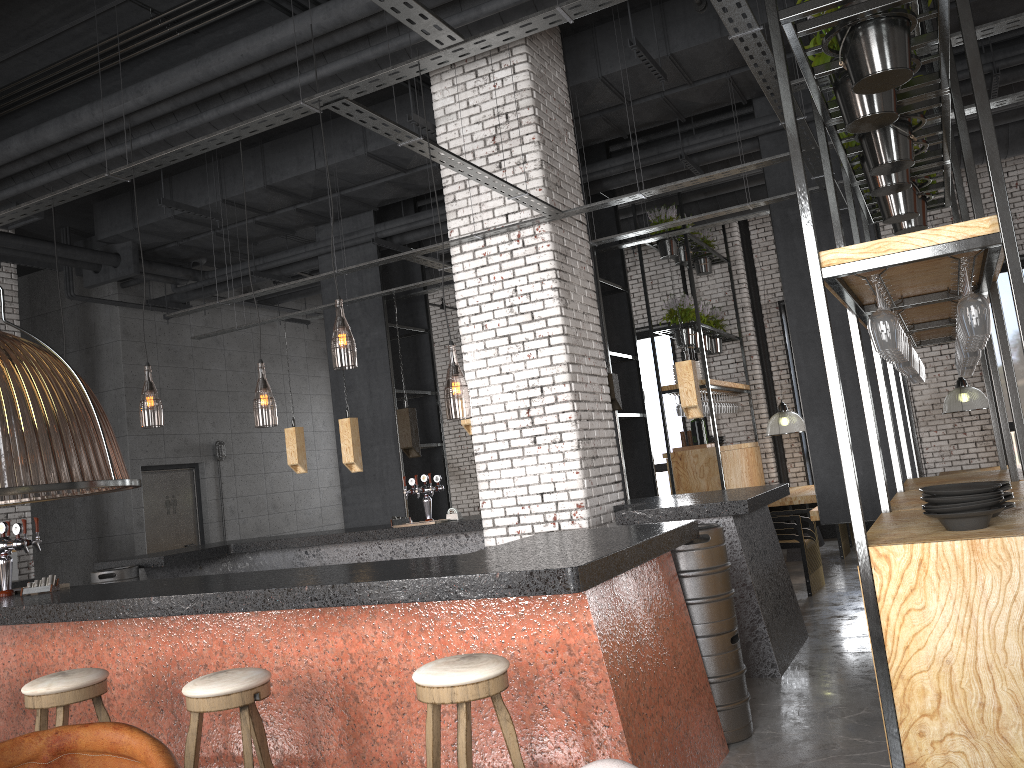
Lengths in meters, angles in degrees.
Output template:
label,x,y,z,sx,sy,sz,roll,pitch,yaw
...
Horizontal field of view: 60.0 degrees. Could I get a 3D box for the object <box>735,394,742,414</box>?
label,x,y,z,sx,sy,sz,roll,pitch,yaw
object,3.091,0.273,12.158,0.101,0.268,0.100,-3,-8,-33

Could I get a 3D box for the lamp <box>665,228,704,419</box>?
label,x,y,z,sx,sy,sz,roll,pitch,yaw
lamp,1.310,-0.497,6.947,0.127,1.550,0.127,-10,-8,26

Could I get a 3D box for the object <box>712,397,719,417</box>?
label,x,y,z,sx,sy,sz,roll,pitch,yaw
object,2.771,0.312,12.150,0.101,0.268,0.100,-3,-8,-33

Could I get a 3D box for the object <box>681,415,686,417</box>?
label,x,y,z,sx,sy,sz,roll,pitch,yaw
object,2.074,0.259,10.747,0.101,0.268,0.100,-4,-8,-27

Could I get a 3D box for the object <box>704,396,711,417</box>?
label,x,y,z,sx,sy,sz,roll,pitch,yaw
object,2.575,0.297,11.754,0.101,0.268,0.100,-4,-8,-27

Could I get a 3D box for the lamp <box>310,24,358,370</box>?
label,x,y,z,sx,sy,sz,roll,pitch,yaw
lamp,-0.824,-0.858,3.968,0.108,1.603,0.108,-3,-8,-32

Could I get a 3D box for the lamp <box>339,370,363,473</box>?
label,x,y,z,sx,sy,sz,roll,pitch,yaw
lamp,-1.573,0.031,8.348,0.127,1.610,0.127,-10,-8,26

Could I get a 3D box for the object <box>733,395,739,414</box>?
label,x,y,z,sx,sy,sz,roll,pitch,yaw
object,3.025,0.268,12.026,0.101,0.268,0.100,-3,-8,-33

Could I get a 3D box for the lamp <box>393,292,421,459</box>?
label,x,y,z,sx,sy,sz,roll,pitch,yaw
lamp,-0.999,-0.098,8.071,0.127,1.550,0.127,-10,-8,26

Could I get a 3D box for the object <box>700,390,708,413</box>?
label,x,y,z,sx,sy,sz,roll,pitch,yaw
object,2.262,0.210,10.491,0.101,0.268,0.100,-4,-8,-27

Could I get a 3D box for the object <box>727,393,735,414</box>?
label,x,y,z,sx,sy,sz,roll,pitch,yaw
object,2.894,0.258,11.763,0.101,0.268,0.100,-3,-8,-33

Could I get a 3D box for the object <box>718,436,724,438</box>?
label,x,y,z,sx,sy,sz,roll,pitch,yaw
object,2.533,0.688,11.178,0.305,0.039,0.305,-8,-6,9

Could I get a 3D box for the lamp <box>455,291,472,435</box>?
label,x,y,z,sx,sy,sz,roll,pitch,yaw
lamp,-0.430,-0.261,7.797,0.127,1.423,0.127,-10,-8,26

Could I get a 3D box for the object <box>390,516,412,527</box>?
label,x,y,z,sx,sy,sz,roll,pitch,yaw
object,-0.967,1.192,7.752,0.177,0.091,0.091,-7,-6,1

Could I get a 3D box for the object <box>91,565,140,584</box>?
label,x,y,z,sx,sy,sz,roll,pitch,yaw
object,-3.314,2.078,7.476,0.399,1.037,0.396,-3,-8,-29

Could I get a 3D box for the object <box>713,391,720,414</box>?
label,x,y,z,sx,sy,sz,roll,pitch,yaw
object,2.524,0.230,11.019,0.101,0.268,0.100,-4,-8,-27

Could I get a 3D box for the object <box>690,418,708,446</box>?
label,x,y,z,sx,sy,sz,roll,pitch,yaw
object,2.184,0.472,10.438,0.156,0.555,0.106,-10,-7,25

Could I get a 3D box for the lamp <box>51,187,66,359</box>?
label,x,y,z,sx,sy,sz,roll,pitch,yaw
lamp,-2.447,-0.299,4.807,0.108,1.603,0.108,-8,-7,8

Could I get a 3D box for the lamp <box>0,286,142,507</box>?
label,x,y,z,sx,sy,sz,roll,pitch,yaw
lamp,-1.027,-0.993,1.554,0.537,2.411,0.535,-4,-7,-22

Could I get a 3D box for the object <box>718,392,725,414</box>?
label,x,y,z,sx,sy,sz,roll,pitch,yaw
object,2.652,0.240,11.275,0.101,0.268,0.100,-4,-8,-27

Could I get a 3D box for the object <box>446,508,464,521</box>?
label,x,y,z,sx,sy,sz,roll,pitch,yaw
object,-0.196,1.061,7.473,0.765,0.106,0.200,-10,-7,26

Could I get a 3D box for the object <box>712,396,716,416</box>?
label,x,y,z,sx,sy,sz,roll,pitch,yaw
object,2.706,0.307,12.018,0.101,0.268,0.100,-3,-8,-33

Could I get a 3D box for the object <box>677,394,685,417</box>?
label,x,y,z,sx,sy,sz,roll,pitch,yaw
object,2.008,0.254,10.615,0.101,0.268,0.100,-4,-8,-27

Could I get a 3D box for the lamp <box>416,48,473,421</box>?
label,x,y,z,sx,sy,sz,roll,pitch,yaw
lamp,-0.309,-0.646,3.699,0.108,1.603,0.108,-3,-8,-32

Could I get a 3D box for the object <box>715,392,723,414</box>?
label,x,y,z,sx,sy,sz,roll,pitch,yaw
object,2.590,0.235,11.150,0.101,0.268,0.100,-4,-8,-27

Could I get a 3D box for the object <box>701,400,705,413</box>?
label,x,y,z,sx,sy,sz,roll,pitch,yaw
object,2.200,0.205,10.368,0.101,0.268,0.100,-4,-8,-27

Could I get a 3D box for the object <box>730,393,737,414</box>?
label,x,y,z,sx,sy,sz,roll,pitch,yaw
object,2.960,0.263,11.894,0.101,0.268,0.100,-3,-8,-33

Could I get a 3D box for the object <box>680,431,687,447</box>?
label,x,y,z,sx,sy,sz,roll,pitch,yaw
object,2.081,0.687,10.757,0.056,0.249,0.056,-9,-7,18

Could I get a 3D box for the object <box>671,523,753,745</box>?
label,x,y,z,sx,sy,sz,roll,pitch,yaw
object,0.954,1.250,4.490,0.399,1.037,0.396,-3,-8,-29

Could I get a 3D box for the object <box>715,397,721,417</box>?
label,x,y,z,sx,sy,sz,roll,pitch,yaw
object,2.837,0.317,12.282,0.101,0.268,0.100,-3,-8,-33

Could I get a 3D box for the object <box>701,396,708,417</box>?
label,x,y,z,sx,sy,sz,roll,pitch,yaw
object,2.513,0.292,11.631,0.101,0.268,0.100,-4,-8,-27

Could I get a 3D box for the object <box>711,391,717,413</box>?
label,x,y,z,sx,sy,sz,roll,pitch,yaw
object,2.459,0.225,10.887,0.101,0.268,0.100,-4,-8,-27

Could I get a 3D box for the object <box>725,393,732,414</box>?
label,x,y,z,sx,sy,sz,roll,pitch,yaw
object,2.829,0.253,11.631,0.101,0.268,0.100,-4,-8,-27

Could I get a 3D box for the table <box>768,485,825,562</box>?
label,x,y,z,sx,sy,sz,roll,pitch,yaw
table,3.602,1.713,11.016,0.999,0.765,2.114,-10,-6,26

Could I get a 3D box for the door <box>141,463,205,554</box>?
label,x,y,z,sx,sy,sz,roll,pitch,yaw
door,-4.591,2.142,11.931,0.158,2.108,1.119,-10,-7,26

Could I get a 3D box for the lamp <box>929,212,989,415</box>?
label,x,y,z,sx,sy,sz,roll,pitch,yaw
lamp,5.080,-0.874,10.330,0.537,2.411,0.535,-3,-8,-28

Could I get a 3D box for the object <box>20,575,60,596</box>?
label,x,y,z,sx,sy,sz,roll,pitch,yaw
object,-2.627,1.116,4.933,0.177,0.091,0.091,-7,-6,1

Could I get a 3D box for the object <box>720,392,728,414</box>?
label,x,y,z,sx,sy,sz,roll,pitch,yaw
object,2.710,0.244,11.393,0.101,0.268,0.100,-4,-8,-27

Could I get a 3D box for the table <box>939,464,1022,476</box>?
label,x,y,z,sx,sy,sz,roll,pitch,yaw
table,5.476,1.389,10.104,0.999,0.765,2.114,-10,-6,26

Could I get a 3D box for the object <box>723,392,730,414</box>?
label,x,y,z,sx,sy,sz,roll,pitch,yaw
object,2.767,0.248,11.507,0.101,0.268,0.100,-4,-8,-27

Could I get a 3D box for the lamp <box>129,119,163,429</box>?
label,x,y,z,sx,sy,sz,roll,pitch,yaw
lamp,-1.874,-0.576,4.473,0.108,1.603,0.108,-3,-8,-32

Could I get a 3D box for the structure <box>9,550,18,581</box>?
label,x,y,z,sx,sy,sz,roll,pitch,yaw
structure,-6.793,2.286,6.458,1.509,1.349,5.795,-10,-6,26

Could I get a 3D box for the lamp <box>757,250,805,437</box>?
label,x,y,z,sx,sy,sz,roll,pitch,yaw
lamp,3.283,-0.563,11.205,0.537,2.411,0.535,-3,-8,-28

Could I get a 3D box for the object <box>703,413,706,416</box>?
label,x,y,z,sx,sy,sz,roll,pitch,yaw
object,2.456,0.288,11.516,0.101,0.268,0.100,-4,-8,-27

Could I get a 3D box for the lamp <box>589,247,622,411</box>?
label,x,y,z,sx,sy,sz,roll,pitch,yaw
lamp,0.723,-0.473,7.237,0.127,1.398,0.127,-10,-8,26

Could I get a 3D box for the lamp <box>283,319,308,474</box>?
label,x,y,z,sx,sy,sz,roll,pitch,yaw
lamp,-2.154,0.101,8.632,0.127,1.550,0.127,-10,-8,26

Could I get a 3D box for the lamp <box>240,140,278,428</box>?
label,x,y,z,sx,sy,sz,roll,pitch,yaw
lamp,-1.253,-0.519,4.290,0.108,1.465,0.108,-7,-7,-2

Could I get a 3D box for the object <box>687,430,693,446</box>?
label,x,y,z,sx,sy,sz,roll,pitch,yaw
object,2.158,0.673,10.719,0.056,0.249,0.056,-9,-7,18

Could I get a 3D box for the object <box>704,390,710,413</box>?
label,x,y,z,sx,sy,sz,roll,pitch,yaw
object,2.327,0.215,10.623,0.101,0.268,0.100,-4,-8,-27

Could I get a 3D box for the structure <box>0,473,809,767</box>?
label,x,y,z,sx,sy,sz,roll,pitch,yaw
structure,-1.363,1.475,6.114,5.868,1.537,4.307,-10,-6,26

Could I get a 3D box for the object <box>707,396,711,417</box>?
label,x,y,z,sx,sy,sz,roll,pitch,yaw
object,2.640,0.302,11.886,0.101,0.268,0.100,-3,-8,-33

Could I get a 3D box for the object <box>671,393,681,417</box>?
label,x,y,z,sx,sy,sz,roll,pitch,yaw
object,1.946,0.249,10.491,0.101,0.268,0.100,-4,-8,-27
